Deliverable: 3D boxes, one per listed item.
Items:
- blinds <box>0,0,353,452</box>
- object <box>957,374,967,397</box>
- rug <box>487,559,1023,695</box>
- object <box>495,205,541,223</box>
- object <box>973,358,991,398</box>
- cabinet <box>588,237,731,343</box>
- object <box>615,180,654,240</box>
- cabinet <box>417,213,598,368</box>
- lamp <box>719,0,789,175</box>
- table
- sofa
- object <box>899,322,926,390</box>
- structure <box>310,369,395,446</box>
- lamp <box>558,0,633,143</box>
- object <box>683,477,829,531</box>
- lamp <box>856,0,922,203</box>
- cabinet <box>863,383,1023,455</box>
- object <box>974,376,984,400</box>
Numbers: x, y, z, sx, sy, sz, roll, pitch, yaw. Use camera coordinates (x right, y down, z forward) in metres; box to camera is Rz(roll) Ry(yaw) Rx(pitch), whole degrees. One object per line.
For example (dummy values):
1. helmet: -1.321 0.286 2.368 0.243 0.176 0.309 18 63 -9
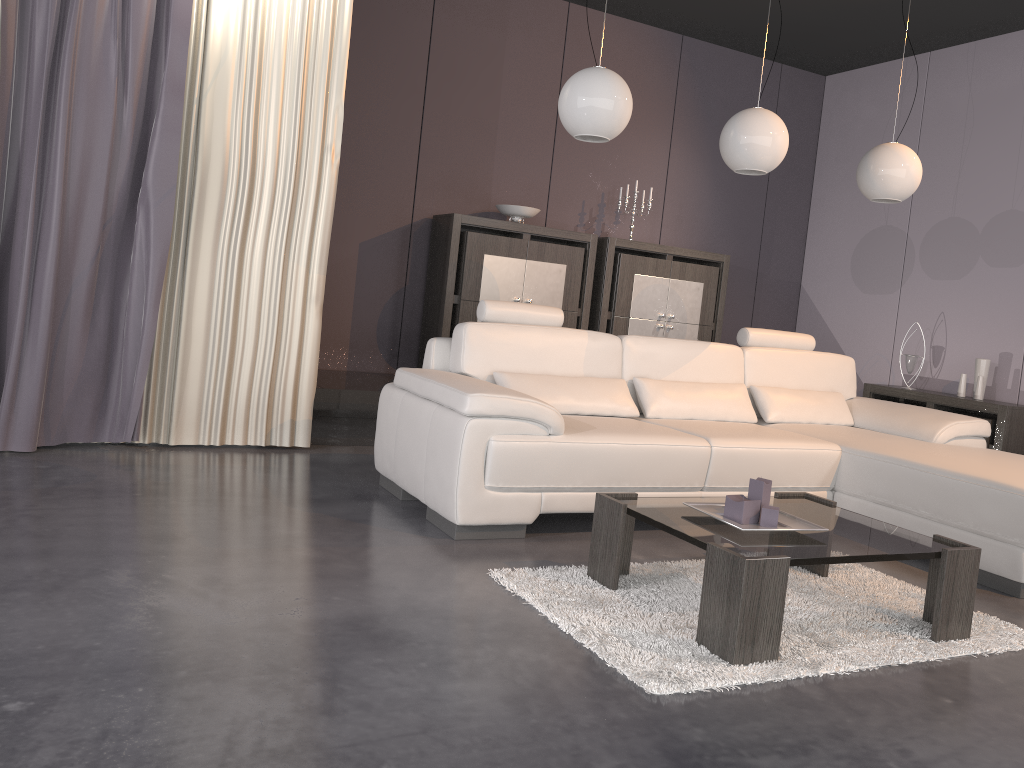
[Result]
1. blinds: -1.839 -1.201 3.838 3.283 2.990 0.249 4 3 -27
2. object: 2.928 0.009 5.758 0.051 0.152 0.051 8 4 41
3. rug: 0.780 0.684 2.729 1.524 0.023 0.920 3 6 -27
4. object: 0.033 -1.127 5.969 0.309 0.116 0.309 7 5 7
5. object: 3.038 -0.033 5.742 0.089 0.263 0.089 7 3 24
6. cabinet: 1.021 -0.470 6.492 1.070 1.072 0.413 4 3 -27
7. object: 0.873 -1.239 6.359 0.229 0.445 0.230 6 3 -10
8. cabinet: -0.014 -0.532 5.964 1.070 1.072 0.413 4 3 -27
9. lamp: 1.164 -1.668 4.017 0.306 1.412 0.307 5 3 -24
10. table: 0.812 0.549 2.722 0.904 0.270 0.704 4 5 -27
11. sofa: 1.089 0.203 3.719 2.857 0.856 1.877 4 5 -27
12. object: 2.771 -0.199 6.130 0.108 0.465 0.124 5 3 -26
13. structure: -1.919 0.067 4.762 8.757 0.300 1.005 3 6 -27
14. lamp: 0.404 -1.713 3.630 0.308 1.412 0.306 8 3 30
15. object: 0.730 0.352 2.660 0.304 0.136 0.306 4 5 -22
16. lamp: 1.953 -1.621 4.424 0.306 1.412 0.307 5 3 -24
17. cabinet: 2.856 0.346 5.880 0.376 0.553 1.077 4 5 -27
18. object: 2.982 0.025 5.650 0.051 0.152 0.051 8 4 41
